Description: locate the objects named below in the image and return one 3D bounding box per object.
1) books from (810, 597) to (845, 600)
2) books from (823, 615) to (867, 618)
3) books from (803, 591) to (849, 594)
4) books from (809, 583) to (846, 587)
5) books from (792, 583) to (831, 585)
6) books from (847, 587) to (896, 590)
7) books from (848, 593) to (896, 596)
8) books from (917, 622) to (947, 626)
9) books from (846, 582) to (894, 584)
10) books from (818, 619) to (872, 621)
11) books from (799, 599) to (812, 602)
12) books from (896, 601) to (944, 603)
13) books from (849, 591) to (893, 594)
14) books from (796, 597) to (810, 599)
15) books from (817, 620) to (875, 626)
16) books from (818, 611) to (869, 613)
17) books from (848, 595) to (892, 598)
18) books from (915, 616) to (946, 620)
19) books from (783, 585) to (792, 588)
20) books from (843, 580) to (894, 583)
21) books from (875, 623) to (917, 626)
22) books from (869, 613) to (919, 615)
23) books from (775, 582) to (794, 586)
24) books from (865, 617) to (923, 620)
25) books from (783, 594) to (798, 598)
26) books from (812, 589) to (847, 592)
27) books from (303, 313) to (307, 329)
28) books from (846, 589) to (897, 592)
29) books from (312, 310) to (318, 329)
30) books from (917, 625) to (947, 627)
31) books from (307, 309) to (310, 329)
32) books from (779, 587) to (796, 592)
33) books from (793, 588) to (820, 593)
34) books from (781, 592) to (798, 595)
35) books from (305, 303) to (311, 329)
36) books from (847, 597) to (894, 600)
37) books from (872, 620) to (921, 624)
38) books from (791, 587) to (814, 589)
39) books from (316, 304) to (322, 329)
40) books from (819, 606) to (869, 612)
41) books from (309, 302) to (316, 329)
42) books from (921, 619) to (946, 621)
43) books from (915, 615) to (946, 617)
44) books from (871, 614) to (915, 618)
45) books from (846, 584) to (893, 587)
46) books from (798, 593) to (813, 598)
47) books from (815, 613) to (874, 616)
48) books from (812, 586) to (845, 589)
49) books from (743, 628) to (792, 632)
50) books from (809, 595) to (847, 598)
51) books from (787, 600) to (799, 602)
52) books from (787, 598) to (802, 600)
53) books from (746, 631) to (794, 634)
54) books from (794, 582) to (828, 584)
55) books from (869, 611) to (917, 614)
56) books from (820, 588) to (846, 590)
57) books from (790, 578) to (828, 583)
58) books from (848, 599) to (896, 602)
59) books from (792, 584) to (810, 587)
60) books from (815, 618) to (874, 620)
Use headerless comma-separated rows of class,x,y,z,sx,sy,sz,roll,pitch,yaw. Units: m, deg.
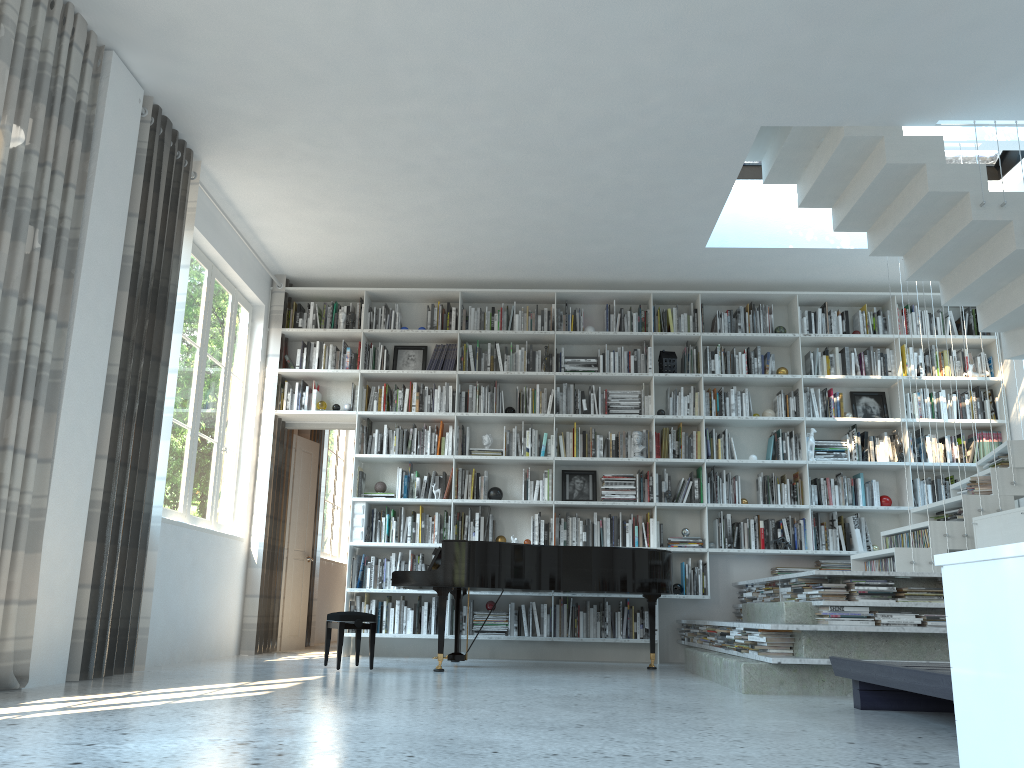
books,1.914,1.305,5.387,0.161,0.014,0.213,0,-15,6
books,1.926,1.348,5.144,0.210,0.012,0.168,0,-15,6
books,1.907,1.272,5.395,0.184,0.014,0.298,1,-14,1
books,1.924,1.228,5.405,0.149,0.014,0.229,1,-14,0
books,1.918,1.282,5.678,0.171,0.007,0.261,1,-14,0
books,2.137,1.218,5.278,0.230,0.015,0.190,-1,-15,7
books,2.136,1.254,5.278,0.215,0.013,0.190,1,-14,1
books,2.493,1.383,5.114,0.250,0.018,0.178,0,-14,5
books,2.138,1.194,5.302,0.228,0.009,0.159,2,-14,-2
books,1.926,1.370,5.145,0.264,0.006,0.165,0,-14,3
books,1.925,1.381,5.654,0.142,0.020,0.231,-1,-15,7
books,2.415,1.293,5.262,0.287,0.005,0.165,-1,-15,7
books,2.137,1.245,5.291,0.210,0.012,0.168,0,-14,3
books,1.921,1.368,5.657,0.154,0.007,0.293,0,-14,5
books,1.925,1.379,5.122,0.262,0.023,0.200,1,-14,0
books,1.927,1.329,5.165,0.257,0.010,0.132,0,-15,6
books,2.137,1.272,5.298,0.207,0.012,0.132,2,-14,-2
books,2.494,1.352,5.119,0.287,0.018,0.190,1,-14,1
books,1.935,1.366,5.973,0.145,0.017,0.209,2,-14,-3
books,2.139,1.187,5.325,0.261,0.016,0.129,1,-14,1
books,2.209,1.393,5.136,0.208,0.015,0.153,1,-14,0
books,2.211,1.337,5.151,0.242,0.005,0.153,0,-14,3
books,1.912,1.350,5.978,0.192,0.014,0.257,2,-14,-2
books,2.210,1.361,5.139,0.272,0.012,0.159,1,-14,0
books,1.930,1.428,5.958,0.167,0.024,0.193,0,-14,3
books,1.932,1.259,5.397,0.137,0.012,0.243,0,-14,3
books,-1.846,-0.524,7.983,0.031,0.195,0.145,1,-14,2
books,2.137,1.235,5.296,0.260,0.009,0.153,0,-14,5
books,-1.755,-0.535,7.955,0.030,0.205,0.176,1,-14,2
books,2.494,1.401,5.131,0.249,0.009,0.144,1,-14,1
books,-1.808,-0.541,7.978,0.024,0.226,0.158,1,-14,2
books,1.924,1.388,5.968,0.174,0.029,0.251,1,-14,0
books,1.918,1.325,5.668,0.177,0.026,0.231,1,-14,2
books,1.919,1.409,5.963,0.178,0.015,0.188,-1,-15,7
books,-1.825,-0.570,7.977,0.010,0.280,0.161,1,-14,2
books,2.136,1.283,5.290,0.227,0.012,0.149,1,-14,0
books,2.209,1.373,5.125,0.232,0.019,0.170,2,-14,-3
books,1.914,1.308,5.672,0.187,0.009,0.251,1,-14,2
books,-1.720,-0.564,7.955,0.057,0.262,0.191,1,-14,2
books,1.927,1.309,5.156,0.234,0.025,0.158,2,-14,-3
books,-1.782,-0.571,7.974,0.028,0.282,0.190,1,-14,2
books,2.495,1.371,5.141,0.273,0.009,0.129,0,-14,5
books,2.487,1.341,5.132,0.275,0.009,0.177,1,-14,2
books,2.211,1.349,5.154,0.211,0.018,0.135,0,-14,5
books,2.138,1.209,5.307,0.221,0.018,0.154,0,-14,3
books,1.927,1.351,5.661,0.155,0.028,0.190,0,-14,3
books,1.926,1.337,5.150,0.292,0.012,0.160,0,-14,5
books,1.927,1.239,5.403,0.132,0.009,0.270,0,-15,6
books,1.377,1.326,4.774,0.192,0.014,0.257,2,-14,-2
books,1.920,1.291,5.390,0.152,0.015,0.208,1,-14,-1
books,1.937,1.460,5.950,0.132,0.016,0.263,-1,-15,7
books,1.947,1.446,5.953,0.136,0.013,0.259,1,-14,2
books,1.384,1.337,4.771,0.176,0.010,0.267,2,-14,-2
books,1.917,1.275,5.680,0.170,0.008,0.209,0,-14,5
books,2.211,1.328,5.155,0.220,0.013,0.149,1,-14,1
books,1.954,1.249,5.399,0.091,0.011,0.190,1,-14,0
books,1.904,1.260,5.684,0.189,0.022,0.238,-1,-15,7
books,2.136,1.292,5.273,0.216,0.015,0.178,1,-14,0
books,1.916,1.292,5.676,0.168,0.013,0.282,1,-14,-1
books,1.926,1.363,5.146,0.285,0.008,0.160,1,-14,0
